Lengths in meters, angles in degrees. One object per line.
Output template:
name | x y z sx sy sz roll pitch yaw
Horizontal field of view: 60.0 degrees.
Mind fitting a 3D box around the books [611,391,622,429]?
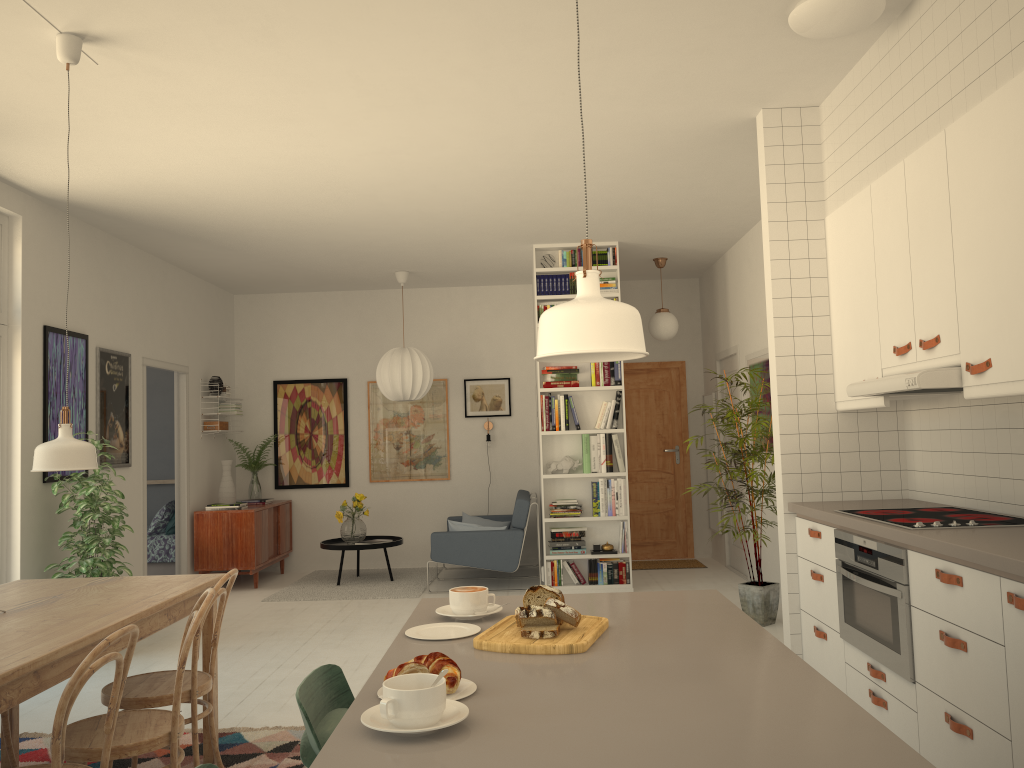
books | 0.874 0.218 7.426 0.092 0.319 0.179 -2 -4 1

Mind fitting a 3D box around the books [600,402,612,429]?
books | 0.779 0.266 7.409 0.105 0.225 0.138 -2 -4 1

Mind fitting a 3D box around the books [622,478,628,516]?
books | 0.926 0.937 7.390 0.039 0.303 0.229 -2 -4 1

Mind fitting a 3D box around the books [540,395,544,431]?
books | 0.252 0.249 7.449 0.021 0.302 0.222 -2 -4 1

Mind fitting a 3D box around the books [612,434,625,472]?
books | 0.880 0.577 7.411 0.099 0.316 0.228 -2 -4 1

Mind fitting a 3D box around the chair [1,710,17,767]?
chair | -2.174 1.146 3.381 0.483 0.811 0.385 -2 -4 3

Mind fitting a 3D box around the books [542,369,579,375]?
books | 0.405 -0.098 7.475 0.314 0.035 0.205 -2 -4 1

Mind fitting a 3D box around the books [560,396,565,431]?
books | 0.421 0.248 7.427 0.032 0.291 0.189 -2 -4 1

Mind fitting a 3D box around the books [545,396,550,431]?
books | 0.294 0.252 7.435 0.032 0.291 0.203 -2 -4 1

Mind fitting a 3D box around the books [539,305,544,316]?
books | 0.250 -0.576 7.486 0.034 0.162 0.197 -2 -4 1

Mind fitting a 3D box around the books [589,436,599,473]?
books | 0.678 0.589 7.408 0.065 0.311 0.199 -2 -4 1

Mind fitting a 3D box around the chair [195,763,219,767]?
chair | -0.309 1.007 1.394 0.446 0.752 0.485 -1 -4 -14

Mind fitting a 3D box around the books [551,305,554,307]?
books | 0.347 -0.578 7.498 0.024 0.155 0.188 -2 -4 1

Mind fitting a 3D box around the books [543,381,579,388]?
books | 0.408 0.011 7.446 0.300 0.056 0.201 -2 -4 1

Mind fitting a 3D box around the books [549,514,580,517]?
books | 0.432 1.086 7.356 0.246 0.014 0.172 -2 -4 0

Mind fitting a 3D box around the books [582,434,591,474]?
books | 0.616 0.581 7.406 0.056 0.328 0.228 -2 -4 1

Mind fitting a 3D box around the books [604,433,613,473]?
books | 0.802 0.574 7.406 0.056 0.328 0.202 -2 -4 1

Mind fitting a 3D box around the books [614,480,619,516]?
books | 0.859 0.944 7.371 0.022 0.291 0.208 -2 -4 1

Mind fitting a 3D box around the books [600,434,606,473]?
books | 0.754 0.578 7.412 0.037 0.324 0.240 -2 -4 1

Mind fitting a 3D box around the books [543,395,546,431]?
books | 0.270 0.249 7.443 0.015 0.301 0.207 -2 -4 1

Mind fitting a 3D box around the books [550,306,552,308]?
books | 0.327 -0.574 7.497 0.013 0.149 0.208 -2 -4 1

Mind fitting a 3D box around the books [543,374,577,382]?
books | 0.405 -0.047 7.459 0.268 0.064 0.128 0 -4 -29

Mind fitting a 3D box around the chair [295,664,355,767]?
chair | -0.262 1.043 2.009 0.446 0.752 0.485 -2 -4 1

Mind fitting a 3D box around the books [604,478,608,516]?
books | 0.774 0.939 7.396 0.027 0.311 0.228 -2 -4 1

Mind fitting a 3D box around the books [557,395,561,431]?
books | 0.395 0.245 7.442 0.020 0.304 0.193 -2 -4 1

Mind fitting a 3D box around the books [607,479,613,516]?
books | 0.805 0.942 7.354 0.035 0.304 0.150 -2 -4 1

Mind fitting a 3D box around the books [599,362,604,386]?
books | 0.743 -0.123 7.459 0.029 0.301 0.185 -2 -4 1

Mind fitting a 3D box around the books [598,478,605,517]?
books | 0.742 0.939 7.394 0.037 0.312 0.241 -2 -4 1

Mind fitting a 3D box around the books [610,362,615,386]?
books | 0.833 -0.135 7.452 0.039 0.317 0.160 -2 -4 1

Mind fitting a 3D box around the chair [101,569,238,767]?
chair | -1.272 1.112 3.307 0.483 0.811 0.385 -2 -4 -2

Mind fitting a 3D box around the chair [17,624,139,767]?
chair | -1.231 1.048 2.296 0.483 0.811 0.385 -2 -4 3

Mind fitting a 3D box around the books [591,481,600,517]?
books | 0.695 0.954 7.383 0.057 0.284 0.200 -2 -4 1

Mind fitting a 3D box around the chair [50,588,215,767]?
chair | -1.188 1.078 2.804 0.483 0.811 0.385 -1 -4 -16

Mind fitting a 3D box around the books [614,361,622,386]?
books | 0.881 -0.122 7.448 0.054 0.289 0.179 -2 -4 1

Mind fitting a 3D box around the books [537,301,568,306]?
books | 0.355 -0.669 7.502 0.255 0.022 0.189 -3 -4 11

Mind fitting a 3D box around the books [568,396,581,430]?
books | 0.519 0.246 7.429 0.093 0.288 0.200 -2 -4 1

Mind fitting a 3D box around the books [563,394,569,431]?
books | 0.454 0.239 7.419 0.033 0.306 0.150 -2 -4 1

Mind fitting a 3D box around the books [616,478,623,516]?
books | 0.889 0.935 7.361 0.037 0.308 0.161 -2 -4 1

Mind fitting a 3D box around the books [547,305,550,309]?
books | 0.309 -0.575 7.482 0.023 0.152 0.199 -2 -4 1

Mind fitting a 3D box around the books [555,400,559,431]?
books | 0.373 0.266 7.424 0.024 0.260 0.199 -2 -4 1

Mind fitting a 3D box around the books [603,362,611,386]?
books | 0.787 -0.120 7.451 0.059 0.292 0.182 -2 -4 1

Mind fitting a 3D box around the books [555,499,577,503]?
books | 0.447 0.971 7.363 0.166 0.019 0.127 -2 -4 -6

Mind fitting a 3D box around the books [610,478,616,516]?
books | 0.835 0.939 7.386 0.025 0.306 0.213 -2 -4 1

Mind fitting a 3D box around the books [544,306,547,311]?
books | 0.282 -0.572 7.488 0.030 0.149 0.201 -2 -4 1

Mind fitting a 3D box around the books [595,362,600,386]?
books | 0.711 -0.122 7.465 0.039 0.302 0.199 -2 -4 1

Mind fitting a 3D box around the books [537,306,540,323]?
books | 0.223 -0.572 7.510 0.019 0.156 0.205 -2 -4 1

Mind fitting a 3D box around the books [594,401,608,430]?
books | 0.743 0.264 7.403 0.115 0.232 0.133 -2 -4 1

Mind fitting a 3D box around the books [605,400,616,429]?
books | 0.823 0.259 7.432 0.092 0.244 0.196 -2 -4 1

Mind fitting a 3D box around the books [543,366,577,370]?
books | 0.396 -0.127 7.469 0.266 0.026 0.203 -1 -4 -10

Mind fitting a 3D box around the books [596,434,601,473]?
books | 0.722 0.581 7.426 0.023 0.321 0.235 -2 -4 1

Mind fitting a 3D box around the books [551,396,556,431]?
books | 0.346 0.251 7.432 0.030 0.289 0.200 -2 -4 1

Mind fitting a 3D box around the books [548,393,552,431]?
books | 0.320 0.238 7.435 0.021 0.317 0.179 -2 -4 1

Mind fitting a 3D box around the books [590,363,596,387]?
books | 0.676 -0.123 7.472 0.032 0.300 0.200 -2 -4 1
